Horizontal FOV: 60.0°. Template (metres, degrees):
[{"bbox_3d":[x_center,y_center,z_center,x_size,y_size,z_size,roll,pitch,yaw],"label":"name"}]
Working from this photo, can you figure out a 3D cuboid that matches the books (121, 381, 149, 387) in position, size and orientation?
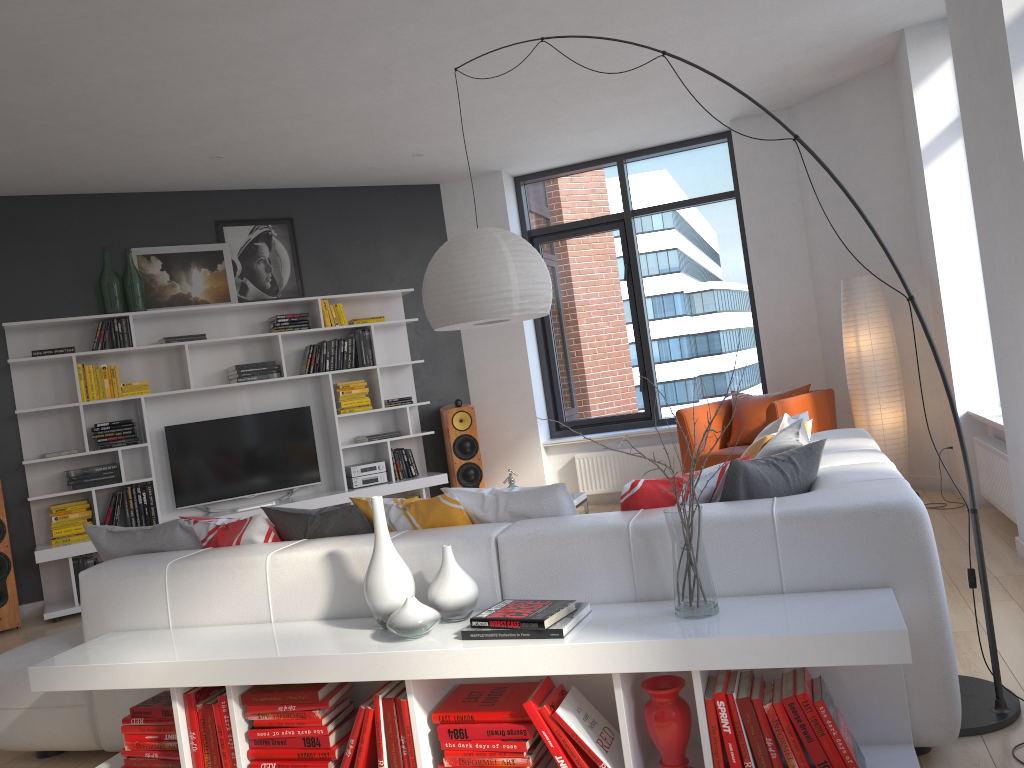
[{"bbox_3d":[-2.773,0.003,6.506,0.186,0.026,0.138,-8,0,-27],"label":"books"}]

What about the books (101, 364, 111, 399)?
[{"bbox_3d":[-2.942,-0.009,6.421,0.035,0.250,0.185,-8,0,-27],"label":"books"}]

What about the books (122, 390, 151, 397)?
[{"bbox_3d":[-2.756,0.073,6.496,0.190,0.033,0.147,-8,0,-27],"label":"books"}]

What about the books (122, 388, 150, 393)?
[{"bbox_3d":[-2.760,0.051,6.500,0.196,0.011,0.148,-8,0,-27],"label":"books"}]

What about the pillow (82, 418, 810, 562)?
[{"bbox_3d":[-0.233,0.571,3.627,2.953,0.453,0.647,-8,0,6],"label":"pillow"}]

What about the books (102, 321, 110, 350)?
[{"bbox_3d":[-2.945,-0.342,6.427,0.074,0.212,0.154,-8,0,-28],"label":"books"}]

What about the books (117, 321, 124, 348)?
[{"bbox_3d":[-2.859,-0.349,6.473,0.021,0.200,0.147,-8,0,-27],"label":"books"}]

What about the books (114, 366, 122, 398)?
[{"bbox_3d":[-2.871,-0.011,6.459,0.024,0.234,0.172,-8,0,-27],"label":"books"}]

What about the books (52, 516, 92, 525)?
[{"bbox_3d":[-3.126,0.959,6.294,0.251,0.019,0.180,-8,0,-27],"label":"books"}]

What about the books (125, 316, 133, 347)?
[{"bbox_3d":[-2.808,-0.372,6.494,0.019,0.230,0.174,-8,0,-27],"label":"books"}]

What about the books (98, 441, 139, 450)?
[{"bbox_3d":[-2.851,0.444,6.419,0.263,0.026,0.189,-8,0,-29],"label":"books"}]

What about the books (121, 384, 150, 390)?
[{"bbox_3d":[-2.761,0.021,6.497,0.187,0.014,0.134,-8,0,-27],"label":"books"}]

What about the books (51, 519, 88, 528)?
[{"bbox_3d":[-3.125,0.980,6.272,0.228,0.024,0.152,-8,0,-23],"label":"books"}]

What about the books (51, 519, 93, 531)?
[{"bbox_3d":[-3.124,0.999,6.295,0.263,0.015,0.198,-8,0,-24],"label":"books"}]

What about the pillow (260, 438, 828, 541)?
[{"bbox_3d":[0.068,0.535,3.189,2.120,0.436,0.608,-8,0,14],"label":"pillow"}]

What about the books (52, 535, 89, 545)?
[{"bbox_3d":[-3.094,1.087,6.273,0.270,0.029,0.204,-8,0,-22],"label":"books"}]

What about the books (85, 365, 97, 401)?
[{"bbox_3d":[-3.029,0.001,6.379,0.044,0.255,0.198,-8,0,-27],"label":"books"}]

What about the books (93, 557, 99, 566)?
[{"bbox_3d":[-2.905,1.364,6.248,0.053,0.268,0.202,-8,0,-27],"label":"books"}]

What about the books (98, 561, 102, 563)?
[{"bbox_3d":[-2.872,1.375,6.259,0.053,0.240,0.189,-8,0,-27],"label":"books"}]

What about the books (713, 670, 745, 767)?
[{"bbox_3d":[0.574,0.895,2.307,0.050,0.268,0.198,-8,0,18],"label":"books"}]

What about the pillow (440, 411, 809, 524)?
[{"bbox_3d":[0.682,0.442,3.815,0.580,0.456,2.156,-8,1,44],"label":"pillow"}]

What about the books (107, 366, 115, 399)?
[{"bbox_3d":[-2.916,-0.007,6.436,0.023,0.239,0.169,-8,0,-27],"label":"books"}]

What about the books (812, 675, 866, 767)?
[{"bbox_3d":[0.829,0.879,2.243,0.103,0.230,0.173,-8,0,18],"label":"books"}]

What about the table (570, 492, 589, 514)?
[{"bbox_3d":[-0.197,0.972,5.055,1.091,0.435,1.091,-8,0,18],"label":"table"}]

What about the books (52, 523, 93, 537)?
[{"bbox_3d":[-3.111,1.027,6.284,0.255,0.044,0.198,-8,0,-27],"label":"books"}]

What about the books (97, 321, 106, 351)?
[{"bbox_3d":[-2.976,-0.338,6.425,0.087,0.214,0.171,-8,0,-27],"label":"books"}]

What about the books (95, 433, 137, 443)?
[{"bbox_3d":[-2.873,0.394,6.433,0.266,0.030,0.209,-8,0,-29],"label":"books"}]

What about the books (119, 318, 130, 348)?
[{"bbox_3d":[-2.835,-0.361,6.487,0.038,0.218,0.169,-8,0,-27],"label":"books"}]

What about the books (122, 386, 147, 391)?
[{"bbox_3d":[-2.758,0.037,6.480,0.169,0.018,0.113,-8,0,-26],"label":"books"}]

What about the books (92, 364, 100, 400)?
[{"bbox_3d":[-3.003,-0.005,6.395,0.015,0.263,0.199,-8,0,-27],"label":"books"}]

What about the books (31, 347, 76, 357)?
[{"bbox_3d":[-3.231,-0.218,6.264,0.268,0.046,0.208,-8,0,-24],"label":"books"}]

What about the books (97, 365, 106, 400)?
[{"bbox_3d":[-2.967,-0.006,6.410,0.019,0.251,0.180,-8,0,-27],"label":"books"}]

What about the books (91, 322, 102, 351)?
[{"bbox_3d":[-3.002,-0.335,6.405,0.096,0.213,0.166,-8,0,-29],"label":"books"}]

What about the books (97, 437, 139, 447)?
[{"bbox_3d":[-2.855,0.419,6.420,0.270,0.025,0.189,-8,0,-28],"label":"books"}]

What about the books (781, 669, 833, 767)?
[{"bbox_3d":[0.763,0.879,2.258,0.119,0.249,0.187,-8,0,18],"label":"books"}]

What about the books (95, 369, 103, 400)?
[{"bbox_3d":[-2.975,0.009,6.384,0.024,0.229,0.156,-8,0,-27],"label":"books"}]

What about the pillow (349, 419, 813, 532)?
[{"bbox_3d":[0.422,0.498,3.638,2.095,0.440,0.630,-8,0,-25],"label":"pillow"}]

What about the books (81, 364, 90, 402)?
[{"bbox_3d":[-3.058,-0.002,6.358,0.025,0.270,0.213,-8,0,-27],"label":"books"}]

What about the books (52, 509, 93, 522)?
[{"bbox_3d":[-3.119,0.931,6.297,0.250,0.035,0.185,-8,0,-24],"label":"books"}]

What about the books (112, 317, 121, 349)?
[{"bbox_3d":[-2.885,-0.360,6.466,0.025,0.232,0.176,-8,0,-27],"label":"books"}]

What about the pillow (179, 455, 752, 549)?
[{"bbox_3d":[-0.239,0.605,3.282,2.250,0.449,0.575,-8,0,15],"label":"pillow"}]

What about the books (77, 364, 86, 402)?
[{"bbox_3d":[-3.078,0.001,6.338,0.029,0.270,0.204,-8,0,-27],"label":"books"}]

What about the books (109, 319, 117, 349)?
[{"bbox_3d":[-2.904,-0.351,6.450,0.021,0.221,0.156,-8,0,-27],"label":"books"}]

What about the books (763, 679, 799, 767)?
[{"bbox_3d":[0.701,0.897,2.268,0.081,0.230,0.165,-8,0,18],"label":"books"}]

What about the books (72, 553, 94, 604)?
[{"bbox_3d":[-2.989,1.354,6.211,0.128,0.321,0.259,-8,0,-27],"label":"books"}]

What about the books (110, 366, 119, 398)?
[{"bbox_3d":[-2.893,-0.008,6.444,0.024,0.234,0.172,-8,0,-27],"label":"books"}]
